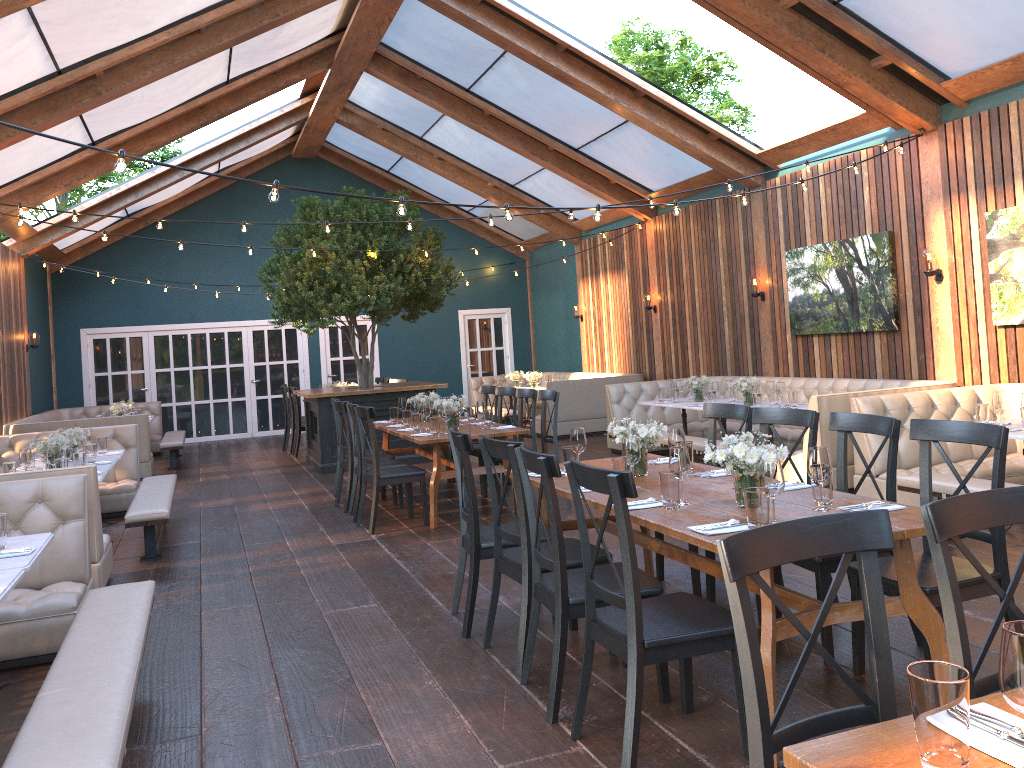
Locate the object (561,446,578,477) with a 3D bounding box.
[{"bbox_3d":[0.313,0.415,4.730,0.091,0.158,0.092,-4,0,27],"label":"object"}]

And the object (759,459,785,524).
[{"bbox_3d":[0.951,0.400,3.230,0.092,0.245,0.092,-4,-1,23],"label":"object"}]

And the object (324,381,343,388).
[{"bbox_3d":[-2.956,0.093,14.685,0.329,0.310,0.336,-4,1,-21],"label":"object"}]

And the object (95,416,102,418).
[{"bbox_3d":[-5.651,0.516,12.108,0.092,0.158,0.091,-3,0,-33],"label":"object"}]

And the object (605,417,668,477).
[{"bbox_3d":[0.661,0.322,4.630,0.328,0.310,0.336,-3,1,15],"label":"object"}]

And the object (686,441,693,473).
[{"bbox_3d":[0.905,0.382,4.627,0.092,0.158,0.092,-4,0,7],"label":"object"}]

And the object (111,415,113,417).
[{"bbox_3d":[-6.166,0.481,13.591,0.092,0.158,0.091,-3,0,-33],"label":"object"}]

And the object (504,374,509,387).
[{"bbox_3d":[-0.103,-0.050,15.830,0.092,0.245,0.092,-4,-1,23],"label":"object"}]

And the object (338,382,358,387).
[{"bbox_3d":[-2.549,0.111,13.735,0.329,0.310,0.336,-4,1,-4],"label":"object"}]

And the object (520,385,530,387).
[{"bbox_3d":[0.236,0.034,16.003,0.255,0.019,0.157,-5,3,-19],"label":"object"}]

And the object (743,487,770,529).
[{"bbox_3d":[0.870,0.452,3.134,0.092,0.158,0.092,-4,0,7],"label":"object"}]

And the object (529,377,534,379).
[{"bbox_3d":[0.335,-0.053,15.294,0.092,0.245,0.092,-4,-1,28],"label":"object"}]

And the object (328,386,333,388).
[{"bbox_3d":[-2.816,0.160,13.742,0.092,0.245,0.092,-4,-1,28],"label":"object"}]

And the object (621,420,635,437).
[{"bbox_3d":[0.671,0.333,5.082,0.092,0.245,0.092,-4,-1,28],"label":"object"}]

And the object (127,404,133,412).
[{"bbox_3d":[-5.681,0.427,13.144,0.092,0.245,0.092,-4,-1,28],"label":"object"}]

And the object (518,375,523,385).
[{"bbox_3d":[0.147,-0.032,15.099,0.092,0.245,0.092,-4,-1,28],"label":"object"}]

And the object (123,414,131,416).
[{"bbox_3d":[-5.279,0.490,12.144,0.092,0.158,0.091,-3,0,-33],"label":"object"}]

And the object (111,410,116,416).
[{"bbox_3d":[-5.833,0.446,12.951,0.092,0.245,0.092,-4,-1,28],"label":"object"}]

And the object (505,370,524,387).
[{"bbox_3d":[0.060,-0.086,15.680,0.328,0.310,0.337,-3,1,36],"label":"object"}]

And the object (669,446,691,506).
[{"bbox_3d":[0.717,0.390,3.766,0.092,0.245,0.092,-4,-1,23],"label":"object"}]

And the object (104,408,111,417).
[{"bbox_3d":[-5.585,0.463,12.225,0.092,0.245,0.092,-4,-1,28],"label":"object"}]

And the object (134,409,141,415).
[{"bbox_3d":[-5.612,0.461,13.262,0.092,0.158,0.091,-3,0,-33],"label":"object"}]

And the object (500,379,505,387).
[{"bbox_3d":[-0.161,0.001,15.739,0.092,0.158,0.091,-3,0,-33],"label":"object"}]

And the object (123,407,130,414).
[{"bbox_3d":[-5.430,0.443,12.458,0.092,0.245,0.092,-4,-1,28],"label":"object"}]

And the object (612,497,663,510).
[{"bbox_3d":[0.564,0.511,3.806,0.255,0.019,0.157,-5,3,-19],"label":"object"}]

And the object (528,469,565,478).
[{"bbox_3d":[0.215,0.485,4.872,0.255,0.019,0.157,-5,3,-19],"label":"object"}]

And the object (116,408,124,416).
[{"bbox_3d":[-5.407,0.452,12.213,0.092,0.245,0.092,-4,-1,28],"label":"object"}]

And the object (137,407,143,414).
[{"bbox_3d":[-5.880,0.444,13.999,0.092,0.158,0.091,-3,0,-33],"label":"object"}]

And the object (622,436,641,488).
[{"bbox_3d":[0.579,0.378,4.272,0.092,0.245,0.092,-4,-1,23],"label":"object"}]

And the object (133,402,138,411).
[{"bbox_3d":[-5.929,0.409,13.896,0.092,0.245,0.092,-4,-1,23],"label":"object"}]

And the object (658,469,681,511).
[{"bbox_3d":[0.659,0.441,3.674,0.092,0.158,0.092,-4,0,7],"label":"object"}]

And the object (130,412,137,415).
[{"bbox_3d":[-5.359,0.477,12.551,0.092,0.158,0.091,-3,0,-33],"label":"object"}]

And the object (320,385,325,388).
[{"bbox_3d":[-3.176,0.134,14.828,0.092,0.245,0.092,-4,-1,23],"label":"object"}]

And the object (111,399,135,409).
[{"bbox_3d":[-5.939,0.393,13.546,0.328,0.310,0.337,-3,1,36],"label":"object"}]

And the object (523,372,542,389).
[{"bbox_3d":[0.350,-0.069,14.901,0.335,0.310,0.329,-3,1,23],"label":"object"}]

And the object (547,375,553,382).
[{"bbox_3d":[0.614,-0.028,14.353,0.092,0.245,0.092,-4,-1,28],"label":"object"}]

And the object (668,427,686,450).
[{"bbox_3d":[0.846,0.348,4.520,0.092,0.245,0.092,-4,-1,23],"label":"object"}]

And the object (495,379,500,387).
[{"bbox_3d":[-0.259,-0.010,16.123,0.092,0.158,0.091,-3,0,-33],"label":"object"}]

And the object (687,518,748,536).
[{"bbox_3d":[0.789,0.521,3.262,0.255,0.019,0.157,-5,3,-19],"label":"object"}]

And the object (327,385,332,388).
[{"bbox_3d":[-2.939,0.142,14.304,0.092,0.245,0.092,-4,-1,23],"label":"object"}]

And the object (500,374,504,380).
[{"bbox_3d":[-0.172,-0.056,16.063,0.092,0.245,0.092,-4,-1,23],"label":"object"}]

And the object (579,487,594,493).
[{"bbox_3d":[0.426,0.499,4.312,0.255,0.019,0.157,-5,3,-19],"label":"object"}]

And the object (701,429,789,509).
[{"bbox_3d":[0.964,0.348,3.623,0.335,0.310,0.330,-3,1,37],"label":"object"}]

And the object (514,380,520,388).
[{"bbox_3d":[0.089,0.018,15.008,0.092,0.158,0.091,-3,0,-33],"label":"object"}]

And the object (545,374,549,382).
[{"bbox_3d":[0.585,-0.037,14.587,0.092,0.245,0.092,-4,-1,28],"label":"object"}]

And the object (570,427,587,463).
[{"bbox_3d":[0.366,0.364,4.838,0.092,0.245,0.092,-4,-1,28],"label":"object"}]

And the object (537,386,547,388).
[{"bbox_3d":[0.503,0.051,15.249,0.255,0.019,0.157,-5,3,-19],"label":"object"}]

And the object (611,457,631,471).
[{"bbox_3d":[0.520,0.429,4.180,0.092,0.158,0.092,-4,0,7],"label":"object"}]

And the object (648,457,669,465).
[{"bbox_3d":[0.844,0.436,5.059,0.255,0.019,0.157,-5,3,-19],"label":"object"}]

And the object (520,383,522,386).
[{"bbox_3d":[0.133,-0.036,16.138,0.092,0.158,0.091,-3,0,-33],"label":"object"}]

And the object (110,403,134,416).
[{"bbox_3d":[-5.648,0.410,12.767,0.335,0.310,0.329,-3,1,23],"label":"object"}]

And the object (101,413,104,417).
[{"bbox_3d":[-5.916,0.498,12.857,0.092,0.158,0.091,-3,0,-33],"label":"object"}]
